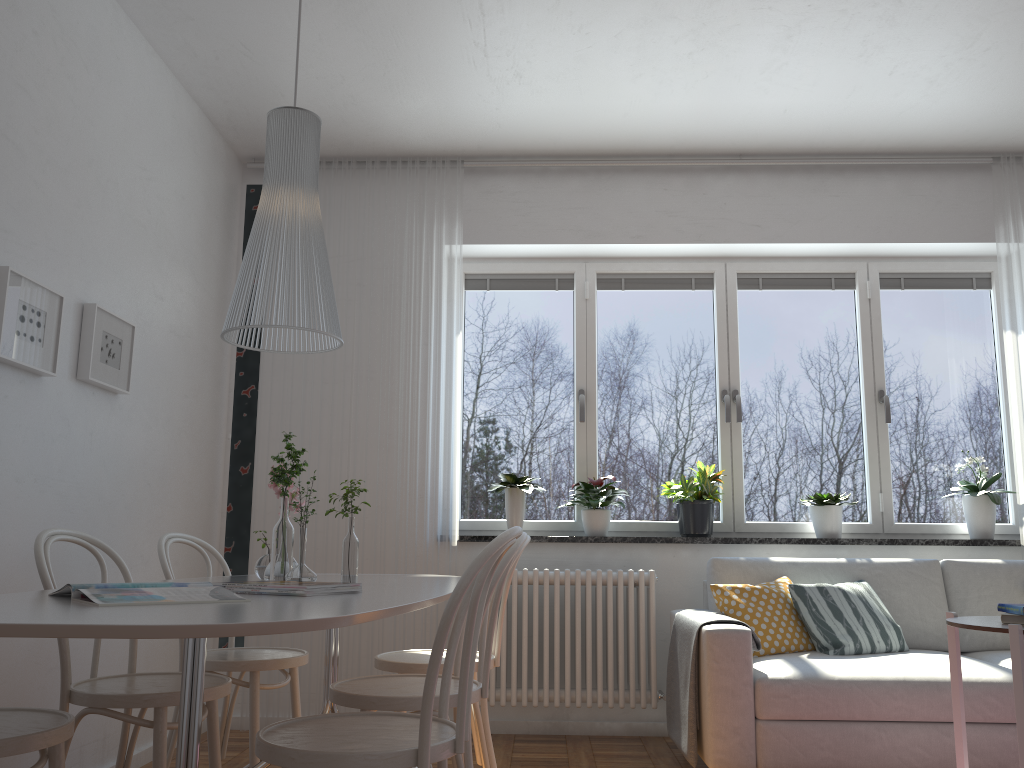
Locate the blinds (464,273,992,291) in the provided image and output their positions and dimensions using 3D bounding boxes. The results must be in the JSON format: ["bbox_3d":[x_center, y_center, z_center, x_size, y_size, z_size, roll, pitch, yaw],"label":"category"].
[{"bbox_3d":[1.160,-0.554,4.827,2.845,0.097,0.015,0,-10,2],"label":"blinds"}]

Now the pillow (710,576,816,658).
[{"bbox_3d":[1.087,0.979,3.753,0.465,0.317,0.313,6,-12,-30],"label":"pillow"}]

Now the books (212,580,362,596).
[{"bbox_3d":[-0.504,0.457,1.990,0.278,0.022,0.205,-5,-12,28],"label":"books"}]

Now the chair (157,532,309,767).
[{"bbox_3d":[-0.948,0.968,3.009,0.520,0.915,0.449,-1,-10,7],"label":"chair"}]

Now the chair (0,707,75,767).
[{"bbox_3d":[-1.154,0.743,1.799,0.520,0.915,0.449,-2,-10,12],"label":"chair"}]

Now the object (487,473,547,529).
[{"bbox_3d":[0.028,0.606,4.468,0.292,0.315,0.355,2,-10,-7],"label":"object"}]

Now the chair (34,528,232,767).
[{"bbox_3d":[-1.012,0.848,2.362,0.520,0.915,0.449,0,-10,2],"label":"chair"}]

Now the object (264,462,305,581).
[{"bbox_3d":[-0.664,0.404,2.608,0.111,0.348,0.108,6,-11,-28],"label":"object"}]

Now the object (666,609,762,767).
[{"bbox_3d":[0.792,1.191,3.547,0.288,0.532,0.610,0,-10,2],"label":"object"}]

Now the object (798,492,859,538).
[{"bbox_3d":[1.584,0.656,4.451,0.267,0.236,0.284,3,-10,-16],"label":"object"}]

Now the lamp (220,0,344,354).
[{"bbox_3d":[-0.557,-0.840,2.302,0.293,1.492,0.293,9,-13,-42],"label":"lamp"}]

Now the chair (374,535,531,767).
[{"bbox_3d":[1.354,0.833,3.335,3.695,1.338,0.449,3,-10,-13],"label":"chair"}]

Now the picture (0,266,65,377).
[{"bbox_3d":[-1.500,-0.186,2.743,0.047,0.272,0.312,0,-10,2],"label":"picture"}]

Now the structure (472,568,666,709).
[{"bbox_3d":[0.235,1.192,4.205,0.972,0.622,0.225,0,-10,2],"label":"structure"}]

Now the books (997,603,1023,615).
[{"bbox_3d":[1.518,0.656,2.577,0.136,0.024,0.175,-1,-11,7],"label":"books"}]

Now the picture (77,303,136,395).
[{"bbox_3d":[-1.482,-0.122,3.252,0.047,0.272,0.312,0,-10,2],"label":"picture"}]

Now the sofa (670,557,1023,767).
[{"bbox_3d":[1.937,1.145,3.609,2.462,0.840,1.007,0,-10,2],"label":"sofa"}]

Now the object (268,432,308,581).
[{"bbox_3d":[-0.620,0.338,2.440,0.107,0.418,0.111,2,-10,-9],"label":"object"}]

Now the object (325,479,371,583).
[{"bbox_3d":[-0.456,0.414,2.498,0.146,0.293,0.098,-6,-12,35],"label":"object"}]

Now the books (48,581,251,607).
[{"bbox_3d":[-0.716,0.404,1.732,0.266,0.029,0.406,9,-13,-37],"label":"books"}]

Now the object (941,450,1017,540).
[{"bbox_3d":[2.338,0.566,4.494,0.286,0.442,0.341,2,-10,-10],"label":"object"}]

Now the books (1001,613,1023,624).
[{"bbox_3d":[1.536,0.684,2.588,0.162,0.026,0.209,-7,-13,36],"label":"books"}]

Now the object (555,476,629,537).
[{"bbox_3d":[0.428,0.620,4.506,0.380,0.308,0.372,5,-11,-23],"label":"object"}]

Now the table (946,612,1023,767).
[{"bbox_3d":[1.587,1.014,2.494,0.617,0.685,0.619,0,-10,1],"label":"table"}]

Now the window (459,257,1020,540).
[{"bbox_3d":[1.153,0.051,4.690,3.020,1.506,0.151,0,-10,2],"label":"window"}]

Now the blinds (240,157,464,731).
[{"bbox_3d":[-0.772,0.233,4.444,1.037,2.878,0.056,0,-10,2],"label":"blinds"}]

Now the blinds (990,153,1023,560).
[{"bbox_3d":[3.094,0.241,4.307,1.292,2.878,0.055,0,-10,2],"label":"blinds"}]

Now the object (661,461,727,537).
[{"bbox_3d":[0.910,0.579,4.468,0.333,0.383,0.300,-3,-10,17],"label":"object"}]

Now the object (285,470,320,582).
[{"bbox_3d":[-0.557,0.382,2.370,0.084,0.307,0.084,9,-13,-42],"label":"object"}]

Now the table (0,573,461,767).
[{"bbox_3d":[-0.598,0.902,2.232,0.931,0.767,2.296,0,-10,2],"label":"table"}]

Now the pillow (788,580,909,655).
[{"bbox_3d":[1.421,0.975,3.726,0.470,0.288,0.310,6,-11,-26],"label":"pillow"}]

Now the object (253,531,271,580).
[{"bbox_3d":[-0.752,0.524,2.719,0.112,0.151,0.088,-4,-11,24],"label":"object"}]
